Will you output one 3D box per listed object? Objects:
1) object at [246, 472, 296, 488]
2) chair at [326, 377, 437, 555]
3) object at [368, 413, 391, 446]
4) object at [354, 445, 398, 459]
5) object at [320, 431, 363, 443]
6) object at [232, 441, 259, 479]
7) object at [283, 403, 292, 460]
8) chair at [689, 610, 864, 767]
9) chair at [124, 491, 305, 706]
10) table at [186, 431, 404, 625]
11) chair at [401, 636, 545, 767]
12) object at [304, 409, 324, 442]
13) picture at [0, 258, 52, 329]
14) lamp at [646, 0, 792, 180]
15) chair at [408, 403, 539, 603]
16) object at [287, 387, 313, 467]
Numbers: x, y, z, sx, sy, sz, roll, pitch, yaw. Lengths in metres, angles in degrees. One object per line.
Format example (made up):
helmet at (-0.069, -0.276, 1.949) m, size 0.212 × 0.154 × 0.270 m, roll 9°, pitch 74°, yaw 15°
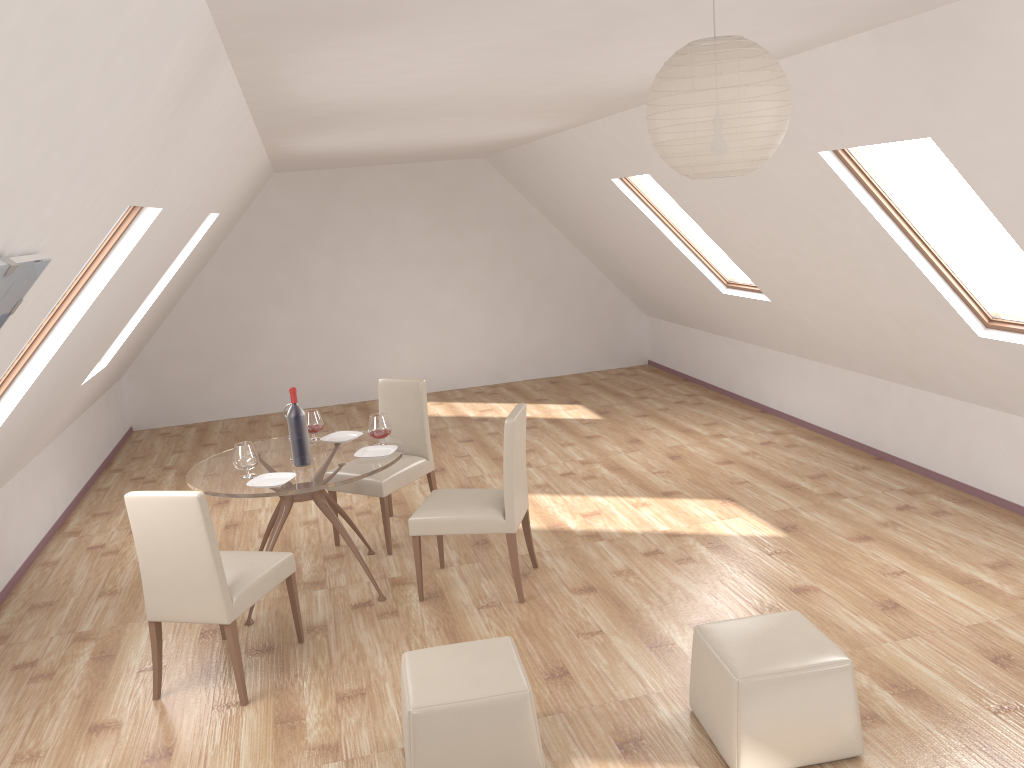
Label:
object at (-1.242, 0.502, 4.586) m, size 0.228 × 0.020 × 0.228 m, roll -2°, pitch 12°, yaw 13°
chair at (-0.841, 0.510, 5.790) m, size 0.477 × 0.999 × 0.618 m, roll 2°, pitch 14°, yaw 31°
object at (-0.767, 0.266, 5.135) m, size 0.136 × 0.183 × 0.136 m, roll -13°, pitch 14°, yaw -33°
object at (-0.759, 0.384, 4.962) m, size 0.228 × 0.020 × 0.228 m, roll -3°, pitch 12°, yaw 9°
object at (-1.029, 0.325, 5.361) m, size 0.228 × 0.020 × 0.228 m, roll 2°, pitch 14°, yaw 32°
object at (-1.418, 0.406, 4.723) m, size 0.136 × 0.183 × 0.136 m, roll -2°, pitch 12°, yaw 14°
object at (-1.222, 0.264, 4.981) m, size 0.096 × 0.322 × 0.086 m, roll 5°, pitch 15°, yaw 39°
chair at (0.991, 1.151, 3.398) m, size 0.506 × 0.394 × 0.506 m, roll -6°, pitch 12°, yaw -8°
chair at (-1.385, 0.890, 4.167) m, size 0.477 × 0.999 × 0.618 m, roll -2°, pitch 12°, yaw 14°
table at (-1.178, 0.798, 5.089) m, size 1.198 × 0.770 × 1.198 m, roll -3°, pitch 12°, yaw 8°
chair at (-0.170, 1.253, 3.383) m, size 0.506 × 0.394 × 0.506 m, roll -7°, pitch 12°, yaw -8°
object at (-1.215, 0.251, 5.394) m, size 0.136 × 0.183 × 0.136 m, roll -13°, pitch 14°, yaw -33°
picture at (-1.383, 0.143, 1.924) m, size 0.683 × 0.738 × 0.650 m, roll -7°, pitch 12°, yaw -12°
lamp at (0.485, -0.745, 2.107) m, size 0.340 × 0.497 × 0.340 m, roll 1°, pitch 13°, yaw 26°
chair at (-0.213, 0.640, 4.899) m, size 0.618 × 0.999 × 0.477 m, roll -2°, pitch 12°, yaw 12°
object at (-1.167, 0.232, 4.831) m, size 0.109 × 0.435 × 0.109 m, roll -8°, pitch 12°, yaw -17°
